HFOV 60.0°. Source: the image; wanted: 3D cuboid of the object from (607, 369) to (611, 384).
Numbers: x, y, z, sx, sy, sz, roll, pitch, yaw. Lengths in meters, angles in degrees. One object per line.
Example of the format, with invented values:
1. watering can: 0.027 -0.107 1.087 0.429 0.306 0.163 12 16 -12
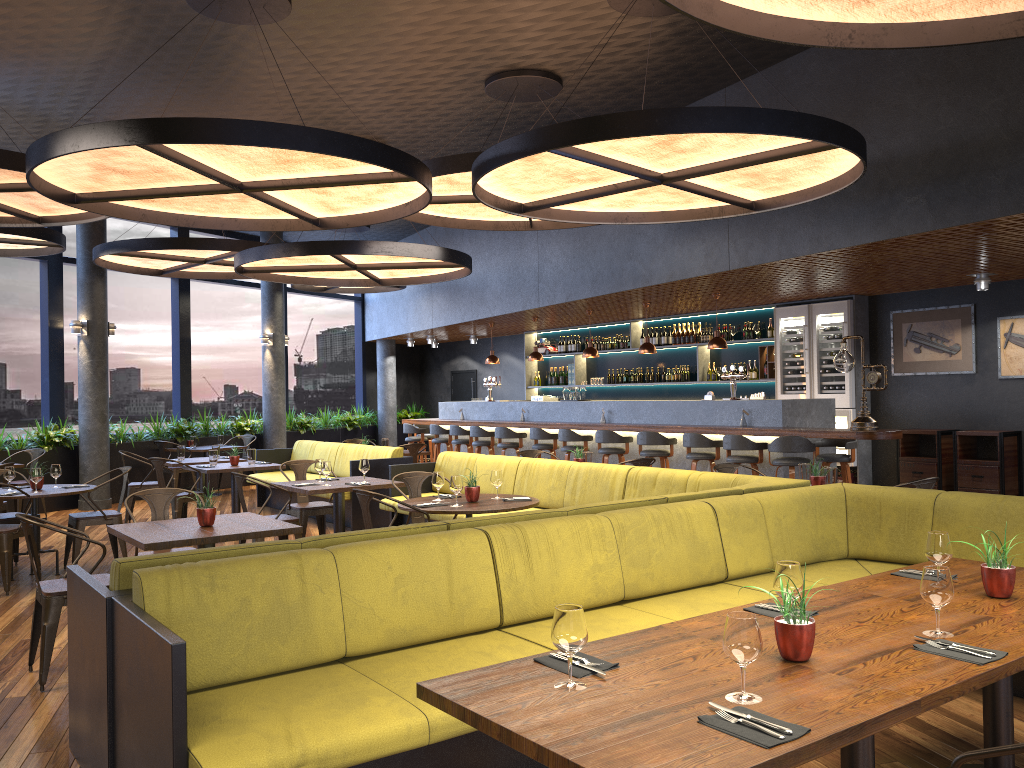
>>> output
1. object: 1.655 -0.123 15.130 0.063 0.254 0.063 -1 -1 26

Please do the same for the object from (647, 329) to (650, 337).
1. object: 2.226 -0.748 14.485 0.085 0.310 0.086 -1 -1 -21

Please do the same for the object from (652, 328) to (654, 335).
1. object: 2.284 -0.750 14.404 0.085 0.310 0.086 -1 -1 -9

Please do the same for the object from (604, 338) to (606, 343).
1. object: 1.611 -0.681 15.329 0.068 0.217 0.068 -1 -1 -31

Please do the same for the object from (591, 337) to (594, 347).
1. object: 1.401 -0.693 15.470 0.063 0.254 0.063 -1 -1 26

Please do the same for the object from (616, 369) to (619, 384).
1. object: 1.801 -0.126 15.097 0.063 0.254 0.063 -1 -1 11

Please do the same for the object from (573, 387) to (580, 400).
1. object: 0.946 0.144 12.940 0.105 0.209 0.105 -1 -1 -1

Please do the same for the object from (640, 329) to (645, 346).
1. object: 2.132 -0.747 14.453 0.085 0.310 0.086 -1 -1 -9

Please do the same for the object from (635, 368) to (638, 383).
1. object: 2.079 -0.135 14.726 0.063 0.254 0.063 -1 -1 -3

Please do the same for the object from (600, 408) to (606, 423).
1. object: 1.255 0.433 12.170 0.114 0.203 0.069 -2 -1 43

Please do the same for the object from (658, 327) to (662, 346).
1. object: 2.396 -0.754 14.253 0.085 0.310 0.086 -1 -1 -25

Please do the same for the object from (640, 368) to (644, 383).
1. object: 2.137 -0.138 14.636 0.063 0.254 0.063 -1 -1 26

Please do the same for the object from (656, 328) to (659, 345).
1. object: 2.341 -0.752 14.333 0.085 0.310 0.086 -1 -1 5

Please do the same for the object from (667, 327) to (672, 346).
1. object: 2.510 -0.758 14.101 0.085 0.310 0.086 -1 -1 5

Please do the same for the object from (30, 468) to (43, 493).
1. object: -4.030 0.817 7.510 0.097 0.206 0.097 -1 -1 -29

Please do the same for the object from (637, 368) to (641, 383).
1. object: 2.084 -0.137 14.569 0.063 0.254 0.063 -1 -1 6

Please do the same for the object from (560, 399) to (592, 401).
1. object: 0.940 0.241 13.086 0.273 0.019 0.437 -1 -1 -36

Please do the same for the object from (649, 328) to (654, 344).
1. object: 2.251 -0.751 14.297 0.085 0.310 0.086 -1 -1 -3

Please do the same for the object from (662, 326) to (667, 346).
1. object: 2.419 -0.757 14.065 0.085 0.310 0.086 -1 -1 -3

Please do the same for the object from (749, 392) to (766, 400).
1. object: 2.848 0.138 10.294 0.177 0.091 0.091 -1 -1 29

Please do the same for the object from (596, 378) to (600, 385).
1. object: 1.508 -0.051 15.401 0.084 0.119 0.084 -1 -1 9

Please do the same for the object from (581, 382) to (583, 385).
1. object: 1.246 -0.013 15.730 0.042 0.059 0.042 -1 -1 16

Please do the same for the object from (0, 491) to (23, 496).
1. object: -4.172 0.912 7.411 0.157 0.019 0.255 -1 -1 7

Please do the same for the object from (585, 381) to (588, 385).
1. object: 1.316 -0.015 15.636 0.042 0.059 0.042 -1 -1 16

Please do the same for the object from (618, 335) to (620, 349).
1. object: 1.823 -0.705 15.082 0.063 0.254 0.063 -1 -1 -28

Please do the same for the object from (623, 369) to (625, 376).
1. object: 1.911 -0.129 15.026 0.063 0.254 0.063 -1 -1 26

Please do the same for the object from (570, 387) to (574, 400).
1. object: 0.914 0.146 13.074 0.105 0.209 0.105 -1 -1 -1

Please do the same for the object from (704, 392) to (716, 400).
1. object: 2.219 0.152 11.196 0.200 0.106 0.766 -1 -1 -36

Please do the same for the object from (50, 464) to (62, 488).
1. object: -4.086 0.823 7.945 0.097 0.206 0.097 -1 -1 26

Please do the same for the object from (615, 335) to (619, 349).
1. object: 1.774 -0.706 14.957 0.063 0.254 0.063 -1 -1 12

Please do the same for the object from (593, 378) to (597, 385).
1. object: 1.457 -0.049 15.471 0.084 0.119 0.084 -1 -1 9

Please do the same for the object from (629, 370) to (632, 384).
1. object: 2.011 -0.118 14.868 0.088 0.224 0.088 -1 -1 29

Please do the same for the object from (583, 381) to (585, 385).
1. object: 1.272 -0.014 15.633 0.042 0.059 0.042 -1 -1 16

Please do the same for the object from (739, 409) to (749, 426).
1. object: 2.673 0.385 10.224 0.114 0.203 0.069 -1 -1 -1

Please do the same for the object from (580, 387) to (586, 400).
1. object: 1.035 0.143 13.013 0.105 0.209 0.105 -1 -1 -1

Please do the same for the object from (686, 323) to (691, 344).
1. object: 2.711 -0.777 13.635 0.084 0.330 0.084 -1 -1 -29

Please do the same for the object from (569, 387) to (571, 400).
1. object: 0.898 0.148 13.197 0.105 0.209 0.105 -1 -1 -1

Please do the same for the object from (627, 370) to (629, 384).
1. object: 1.935 -0.116 14.934 0.088 0.224 0.088 -1 -1 19

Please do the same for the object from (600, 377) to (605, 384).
1. object: 1.559 -0.053 15.330 0.084 0.119 0.084 -1 -1 9

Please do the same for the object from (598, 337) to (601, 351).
1. object: 1.527 -0.696 15.452 0.063 0.254 0.063 -1 -1 2

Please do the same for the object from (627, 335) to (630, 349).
1. object: 1.953 -0.697 14.702 0.088 0.224 0.088 -1 -1 -21

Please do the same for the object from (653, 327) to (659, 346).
1. object: 2.303 -0.753 14.220 0.085 0.310 0.086 -1 -1 -9

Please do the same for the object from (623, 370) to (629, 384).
1. object: 1.903 -0.116 14.824 0.088 0.224 0.088 -1 -1 -21

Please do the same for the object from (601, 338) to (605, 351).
1. object: 1.557 -0.681 15.200 0.068 0.217 0.068 -2 -1 44

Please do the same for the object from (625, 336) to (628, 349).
1. object: 1.924 -0.692 14.853 0.068 0.217 0.068 -1 -1 -31

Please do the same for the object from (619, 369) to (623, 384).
1. object: 1.841 -0.128 14.972 0.063 0.254 0.063 -1 -1 -8

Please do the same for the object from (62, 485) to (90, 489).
1. object: -3.914 0.913 7.909 0.255 0.019 0.157 -1 -1 -38

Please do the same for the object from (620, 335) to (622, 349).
1. object: 1.853 -0.707 14.999 0.063 0.254 0.063 -1 -1 -8

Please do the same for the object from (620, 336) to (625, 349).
1. object: 1.844 -0.691 14.804 0.068 0.217 0.068 -2 -1 39

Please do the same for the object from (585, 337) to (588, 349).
1. object: 1.311 -0.691 15.546 0.063 0.254 0.063 -2 -1 36

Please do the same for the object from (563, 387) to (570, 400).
1. object: 0.804 0.149 13.143 0.105 0.209 0.105 -1 -1 -1

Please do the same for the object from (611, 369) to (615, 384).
1. object: 1.714 -0.125 15.048 0.063 0.254 0.063 -2 -1 41

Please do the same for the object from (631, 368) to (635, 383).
1. object: 2.010 -0.134 14.685 0.063 0.254 0.063 -1 -1 -18

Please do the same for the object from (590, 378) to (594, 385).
1. object: 1.408 -0.048 15.539 0.084 0.119 0.084 -1 -1 9

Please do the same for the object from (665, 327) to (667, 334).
1. object: 2.455 -0.756 14.180 0.085 0.310 0.086 -1 -1 -9

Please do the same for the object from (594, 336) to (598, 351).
1. object: 1.459 -0.696 15.359 0.063 0.254 0.063 -1 -1 -18

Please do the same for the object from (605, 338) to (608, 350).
1. object: 1.637 -0.682 15.247 0.068 0.217 0.068 -1 -1 -16
